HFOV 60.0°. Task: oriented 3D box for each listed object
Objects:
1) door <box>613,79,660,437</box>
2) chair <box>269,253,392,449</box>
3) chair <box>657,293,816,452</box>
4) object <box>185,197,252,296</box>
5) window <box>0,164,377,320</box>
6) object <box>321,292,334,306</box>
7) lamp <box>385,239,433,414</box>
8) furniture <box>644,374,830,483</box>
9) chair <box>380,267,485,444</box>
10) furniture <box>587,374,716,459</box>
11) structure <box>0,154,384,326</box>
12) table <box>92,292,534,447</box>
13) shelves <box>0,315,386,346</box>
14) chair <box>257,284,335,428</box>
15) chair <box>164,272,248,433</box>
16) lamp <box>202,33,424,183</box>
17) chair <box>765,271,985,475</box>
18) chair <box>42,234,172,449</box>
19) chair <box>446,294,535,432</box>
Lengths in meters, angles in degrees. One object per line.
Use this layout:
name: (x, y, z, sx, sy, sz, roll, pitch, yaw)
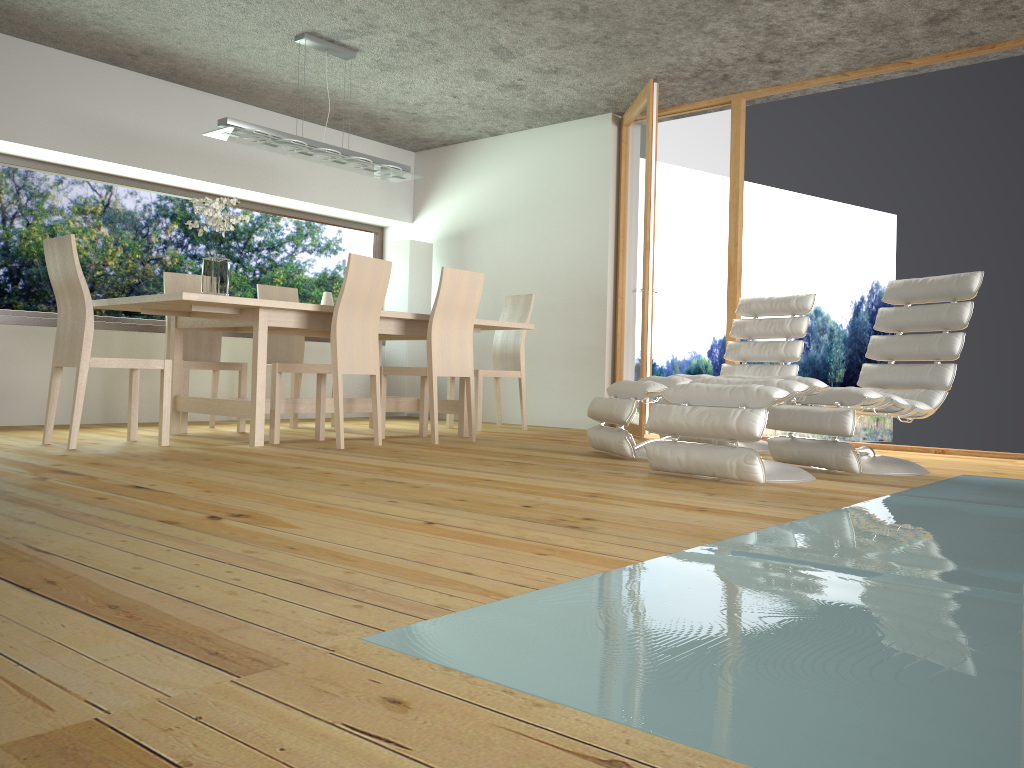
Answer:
door: (0.890, -0.858, 6.428, 0.163, 2.419, 0.934, 2, -1, -5)
chair: (-0.981, -0.177, 4.853, 0.506, 1.017, 0.404, 1, -1, 29)
chair: (1.385, -0.094, 5.459, 0.913, 0.969, 0.569, 2, -1, -40)
object: (-1.643, -0.749, 4.939, 0.302, 0.608, 0.304, 1, -1, 43)
window: (-2.647, -0.975, 6.858, 0.012, 0.979, 4.184, 1, 0, 40)
object: (-1.597, -0.600, 7.650, 0.153, 0.384, 0.153, 1, -1, 36)
lamp: (-0.912, -0.497, 7.808, 0.280, 1.501, 0.280, 1, -1, 40)
furniture: (0.997, 0.177, 3.837, 0.685, 0.439, 0.570, 1, 0, -43)
chair: (-0.486, -0.168, 5.351, 0.506, 1.017, 0.404, 1, -1, 40)
furniture: (0.798, 0.162, 4.706, 0.686, 0.439, 0.569, 2, 0, -15)
structure: (-2.675, -0.941, 6.494, 0.526, 1.154, 4.872, 1, 0, 40)
table: (-1.148, -0.058, 5.489, 1.200, 0.756, 2.499, 2, 0, 43)
shelves: (-2.672, -0.397, 6.470, 0.404, 0.054, 4.868, 2, 1, 40)
chair: (-1.561, -0.209, 6.412, 0.506, 1.017, 0.404, 1, -1, 39)
chair: (-1.988, -0.213, 5.684, 0.404, 1.017, 0.506, 2, -1, -39)
lamp: (-1.175, -1.771, 5.553, 0.290, 0.720, 1.489, 1, 0, 40)
chair: (1.763, -0.072, 4.326, 0.913, 0.969, 0.569, 2, -1, -25)
chair: (-2.050, -0.202, 4.472, 0.404, 1.017, 0.506, 1, -1, 43)
chair: (-0.152, -0.172, 6.587, 0.506, 1.017, 0.404, 2, -1, -37)
